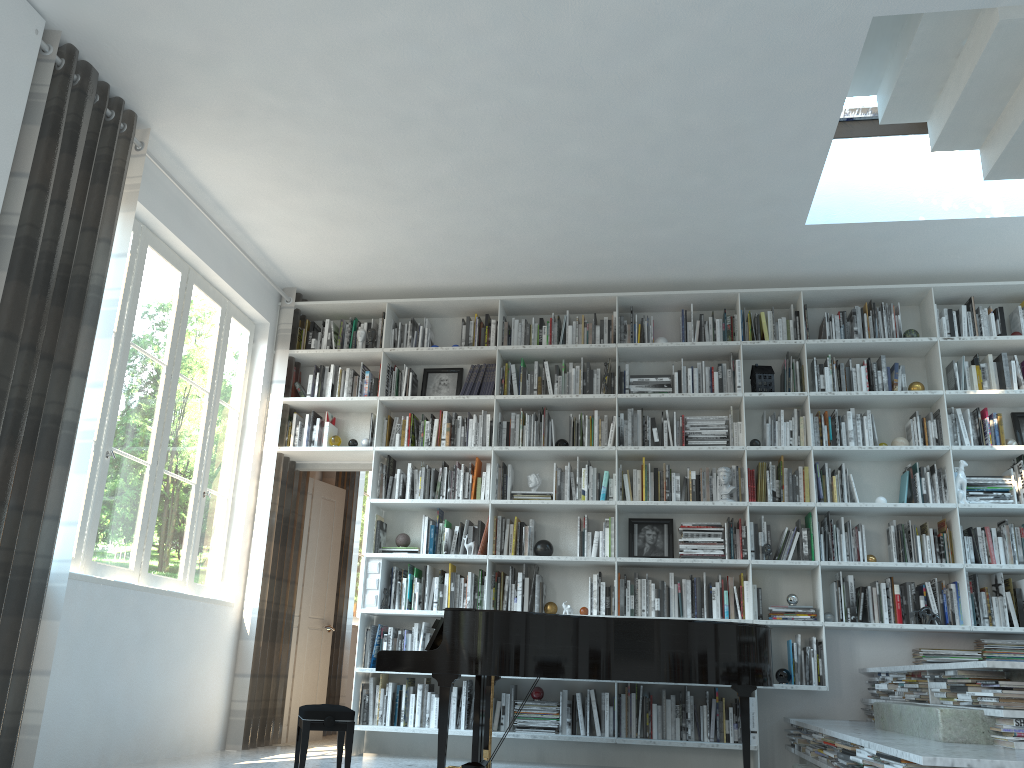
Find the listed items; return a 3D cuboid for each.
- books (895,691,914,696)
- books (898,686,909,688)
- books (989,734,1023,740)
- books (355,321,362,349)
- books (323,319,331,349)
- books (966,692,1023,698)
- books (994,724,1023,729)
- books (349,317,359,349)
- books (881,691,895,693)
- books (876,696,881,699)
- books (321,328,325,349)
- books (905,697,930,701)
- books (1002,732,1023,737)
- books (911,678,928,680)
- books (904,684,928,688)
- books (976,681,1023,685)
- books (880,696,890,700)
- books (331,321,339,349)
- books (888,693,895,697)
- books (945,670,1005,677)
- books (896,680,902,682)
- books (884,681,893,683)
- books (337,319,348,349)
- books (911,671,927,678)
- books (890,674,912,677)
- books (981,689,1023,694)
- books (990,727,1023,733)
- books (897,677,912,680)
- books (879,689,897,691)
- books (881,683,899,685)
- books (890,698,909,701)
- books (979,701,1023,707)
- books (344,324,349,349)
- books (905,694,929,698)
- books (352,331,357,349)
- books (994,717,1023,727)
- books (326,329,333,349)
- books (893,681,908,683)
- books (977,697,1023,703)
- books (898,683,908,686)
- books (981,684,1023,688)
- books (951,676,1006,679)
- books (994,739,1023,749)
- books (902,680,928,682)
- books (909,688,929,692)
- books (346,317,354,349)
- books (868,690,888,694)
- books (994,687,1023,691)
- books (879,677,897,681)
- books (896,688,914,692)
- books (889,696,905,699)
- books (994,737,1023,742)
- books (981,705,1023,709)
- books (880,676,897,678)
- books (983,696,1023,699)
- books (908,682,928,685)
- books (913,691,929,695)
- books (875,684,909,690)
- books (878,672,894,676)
[{"bbox_3d":[2.182,1.680,4.799,0.164,0.023,0.243,-2,-19,13],"label":"books"},{"bbox_3d":[2.198,1.646,4.807,0.150,0.013,0.216,-1,-18,9],"label":"books"},{"bbox_3d":[1.970,1.327,3.319,0.285,0.008,0.160,0,-18,7],"label":"books"},{"bbox_3d":[-1.146,-0.319,6.690,0.013,0.274,0.159,-1,-18,9],"label":"books"},{"bbox_3d":[-1.378,-0.324,6.718,0.028,0.282,0.190,-1,-18,9],"label":"books"},{"bbox_3d":[1.981,1.254,3.575,0.184,0.014,0.298,0,-18,8],"label":"books"},{"bbox_3d":[1.972,1.295,3.340,0.257,0.010,0.132,-2,-19,13],"label":"books"},{"bbox_3d":[-1.189,-0.336,6.707,0.029,0.313,0.129,-1,-18,9],"label":"books"},{"bbox_3d":[2.236,1.770,5.086,0.152,0.009,0.260,0,-18,6],"label":"books"},{"bbox_3d":[2.290,1.894,5.347,0.134,0.014,0.182,0,-18,6],"label":"books"},{"bbox_3d":[-1.403,-0.293,6.723,0.024,0.226,0.158,-1,-18,9],"label":"books"},{"bbox_3d":[2.128,1.609,4.524,0.182,0.011,0.254,-2,-19,13],"label":"books"},{"bbox_3d":[1.969,1.312,3.318,0.210,0.012,0.169,-2,-19,13],"label":"books"},{"bbox_3d":[2.161,1.515,4.549,0.128,0.013,0.297,0,-18,7],"label":"books"},{"bbox_3d":[2.138,1.549,4.541,0.179,0.017,0.294,-1,-18,10],"label":"books"},{"bbox_3d":[1.999,1.210,3.586,0.149,0.014,0.229,0,-18,7],"label":"books"},{"bbox_3d":[2.229,1.802,5.076,0.173,0.016,0.234,0,-18,8],"label":"books"},{"bbox_3d":[-1.319,-0.319,6.691,0.057,0.261,0.191,-1,-18,9],"label":"books"},{"bbox_3d":[2.248,1.784,5.079,0.131,0.021,0.241,-1,-19,11],"label":"books"},{"bbox_3d":[2.014,1.262,3.862,0.189,0.022,0.238,-2,-19,14],"label":"books"},{"bbox_3d":[2.195,1.615,4.818,0.160,0.010,0.180,-1,-18,9],"label":"books"},{"bbox_3d":[2.238,1.717,5.102,0.143,0.012,0.265,-2,-19,14],"label":"books"},{"bbox_3d":[-1.269,-0.325,6.701,0.039,0.281,0.182,-1,-18,9],"label":"books"},{"bbox_3d":[2.151,1.496,4.557,0.139,0.028,0.262,-2,-19,14],"label":"books"},{"bbox_3d":[2.183,1.591,4.827,0.165,0.015,0.244,1,-18,4],"label":"books"},{"bbox_3d":[2.005,1.241,3.575,0.137,0.012,0.243,-1,-18,10],"label":"books"},{"bbox_3d":[1.970,1.302,3.325,0.292,0.012,0.160,-2,-19,12],"label":"books"},{"bbox_3d":[2.195,1.604,4.821,0.149,0.013,0.220,-2,-19,12],"label":"books"},{"bbox_3d":[2.233,1.762,5.089,0.163,0.008,0.296,0,-18,7],"label":"books"},{"bbox_3d":[2.231,1.726,5.101,0.171,0.007,0.207,-1,-19,11],"label":"books"},{"bbox_3d":[2.177,1.708,4.790,0.183,0.012,0.297,0,-18,8],"label":"books"},{"bbox_3d":[1.987,1.286,3.563,0.161,0.014,0.213,-2,-19,13],"label":"books"},{"bbox_3d":[-1.232,-0.307,6.709,0.030,0.256,0.130,-1,-18,9],"label":"books"},{"bbox_3d":[2.135,1.597,4.526,0.178,0.014,0.248,0,-18,7],"label":"books"},{"bbox_3d":[-1.167,-0.279,6.674,0.024,0.186,0.160,-1,-18,9],"label":"books"},{"bbox_3d":[1.971,1.274,3.332,0.234,0.025,0.158,1,-18,4],"label":"books"},{"bbox_3d":[-1.353,-0.290,6.693,0.030,0.205,0.176,-1,-18,9],"label":"books"},{"bbox_3d":[2.189,1.623,4.816,0.167,0.008,0.235,0,-18,8],"label":"books"},{"bbox_3d":[1.993,1.272,3.567,0.152,0.015,0.208,0,-18,6],"label":"books"},{"bbox_3d":[2.196,1.633,4.812,0.144,0.013,0.221,-2,-19,12],"label":"books"},{"bbox_3d":[2.002,1.221,3.582,0.132,0.009,0.270,-2,-19,13],"label":"books"},{"bbox_3d":[2.027,1.276,3.855,0.170,0.008,0.209,-2,-19,12],"label":"books"},{"bbox_3d":[1.966,1.342,3.294,0.262,0.023,0.201,0,-18,7],"label":"books"},{"bbox_3d":[2.135,1.526,4.549,0.187,0.009,0.262,0,-18,8],"label":"books"},{"bbox_3d":[2.146,1.566,4.535,0.159,0.018,0.203,0,-18,7],"label":"books"},{"bbox_3d":[-1.212,-0.334,6.699,0.014,0.303,0.146,-1,-18,9],"label":"books"},{"bbox_3d":[2.269,1.864,5.360,0.175,0.017,0.266,-2,-19,12],"label":"books"},{"bbox_3d":[2.027,1.230,3.575,0.091,0.011,0.190,0,-18,7],"label":"books"},{"bbox_3d":[2.238,1.703,5.107,0.163,0.018,0.291,0,-18,8],"label":"books"},{"bbox_3d":[2.194,1.660,4.803,0.154,0.018,0.221,0,-18,8],"label":"books"},{"bbox_3d":[2.173,1.697,4.795,0.190,0.012,0.236,0,-18,7],"label":"books"},{"bbox_3d":[1.969,1.334,3.317,0.264,0.006,0.165,-1,-18,10],"label":"books"},{"bbox_3d":[2.002,1.296,3.557,0.144,0.009,0.250,-1,-18,9],"label":"books"},{"bbox_3d":[2.240,1.691,5.111,0.159,0.007,0.286,0,-18,8],"label":"books"},{"bbox_3d":[2.000,1.262,3.569,0.134,0.006,0.228,-2,-19,13],"label":"books"},{"bbox_3d":[2.141,1.536,4.545,0.161,0.012,0.255,-2,-19,13],"label":"books"},{"bbox_3d":[2.157,1.582,4.528,0.138,0.017,0.238,0,-18,8],"label":"books"},{"bbox_3d":[2.220,1.744,5.097,0.189,0.029,0.238,0,-18,6],"label":"books"},{"bbox_3d":[2.229,1.678,5.116,0.171,0.020,0.194,1,-18,4],"label":"books"}]
